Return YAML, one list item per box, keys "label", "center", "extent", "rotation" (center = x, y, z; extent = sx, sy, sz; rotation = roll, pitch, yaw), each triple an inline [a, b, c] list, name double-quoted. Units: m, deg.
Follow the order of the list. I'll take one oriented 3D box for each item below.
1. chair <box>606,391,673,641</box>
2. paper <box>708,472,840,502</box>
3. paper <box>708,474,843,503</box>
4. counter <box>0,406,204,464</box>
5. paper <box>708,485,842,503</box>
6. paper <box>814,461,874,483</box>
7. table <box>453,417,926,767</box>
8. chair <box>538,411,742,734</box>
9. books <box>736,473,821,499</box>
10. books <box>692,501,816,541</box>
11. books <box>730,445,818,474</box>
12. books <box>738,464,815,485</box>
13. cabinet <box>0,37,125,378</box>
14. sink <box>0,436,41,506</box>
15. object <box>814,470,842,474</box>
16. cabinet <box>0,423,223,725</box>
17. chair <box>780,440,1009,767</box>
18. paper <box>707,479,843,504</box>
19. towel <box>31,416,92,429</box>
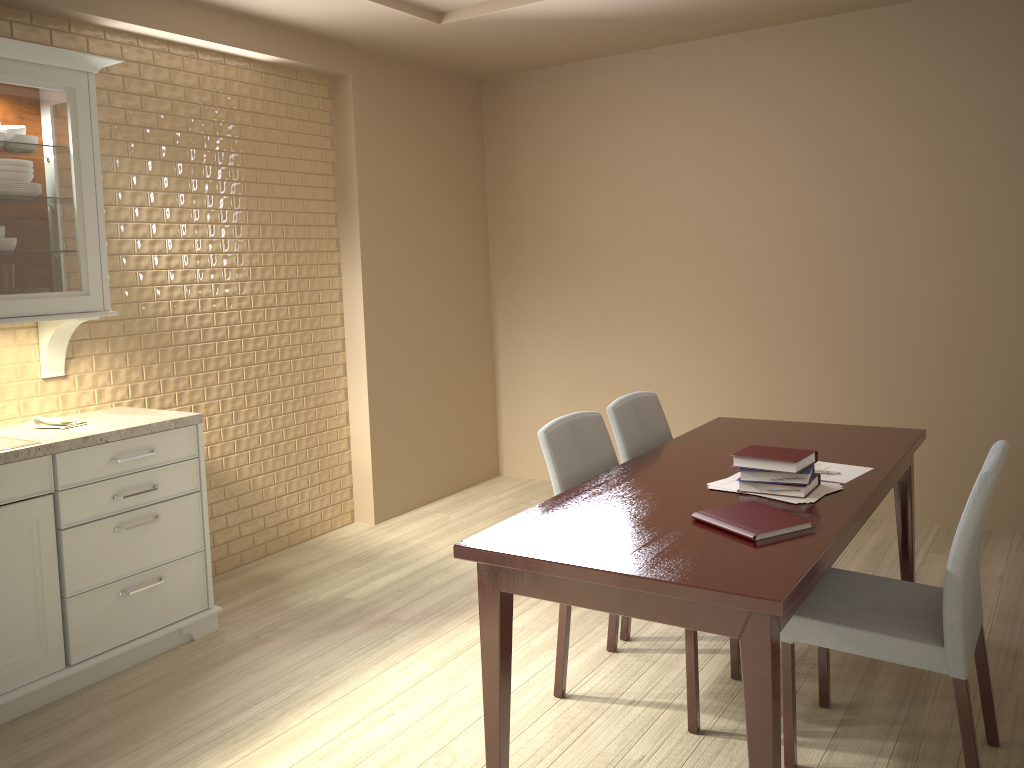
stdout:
- label: "chair"
  center: [0.641, 0.457, 3.082]
  extent: [0.506, 0.824, 0.401]
  rotation: [1, 5, 33]
- label: "paper"
  center: [0.712, 0.278, 2.405]
  extent: [0.290, 0.001, 0.211]
  rotation: [4, 10, 38]
- label: "paper"
  center: [0.712, 0.277, 2.405]
  extent: [0.211, 0.001, 0.291]
  rotation: [-9, 10, -41]
- label: "counter"
  center: [-1.946, 0.264, 2.468]
  extent: [0.523, 0.035, 2.211]
  rotation: [3, 9, 33]
- label: "paper"
  center: [0.712, 0.278, 2.405]
  extent: [0.291, 0.001, 0.211]
  rotation: [5, 10, 43]
- label: "paper"
  center: [0.874, 0.249, 2.588]
  extent: [0.291, 0.001, 0.211]
  rotation: [5, 10, 43]
- label: "table"
  center: [0.669, 0.601, 2.575]
  extent: [0.751, 0.676, 1.769]
  rotation: [1, 8, 33]
- label: "chair"
  center: [0.393, 0.518, 2.700]
  extent: [0.506, 0.824, 0.401]
  rotation: [1, 5, 33]
- label: "books"
  center: [0.718, 0.263, 2.379]
  extent: [0.183, 0.032, 0.165]
  rotation: [2, 9, 33]
- label: "books"
  center: [0.569, 0.321, 2.088]
  extent: [0.194, 0.017, 0.216]
  rotation: [-6, 9, -27]
- label: "books"
  center: [0.706, 0.200, 2.380]
  extent: [0.183, 0.032, 0.165]
  rotation: [3, 10, 38]
- label: "books"
  center: [0.713, 0.231, 2.378]
  extent: [0.183, 0.032, 0.166]
  rotation: [1, 8, 23]
- label: "cabinet"
  center: [-2.026, -0.458, 2.437]
  extent: [0.411, 1.107, 1.940]
  rotation: [0, 7, 33]
- label: "sink"
  center: [-1.757, 0.413, 2.684]
  extent: [0.380, 0.413, 0.487]
  rotation: [1, 7, 33]
- label: "object"
  center: [0.865, 0.250, 2.542]
  extent: [0.158, 0.011, 0.011]
  rotation: [2, 7, 28]
- label: "cabinet"
  center: [-1.958, 0.661, 2.524]
  extent: [0.638, 0.789, 2.233]
  rotation: [1, 8, 33]
- label: "chair"
  center: [0.983, 0.553, 2.262]
  extent: [0.506, 0.824, 0.401]
  rotation: [1, 5, 33]
- label: "paper"
  center: [0.712, 0.277, 2.405]
  extent: [0.211, 0.001, 0.291]
  rotation: [-8, 10, -36]
- label: "towel"
  center: [-1.571, 0.127, 3.107]
  extent: [0.171, 0.050, 0.165]
  rotation: [0, 8, 19]
